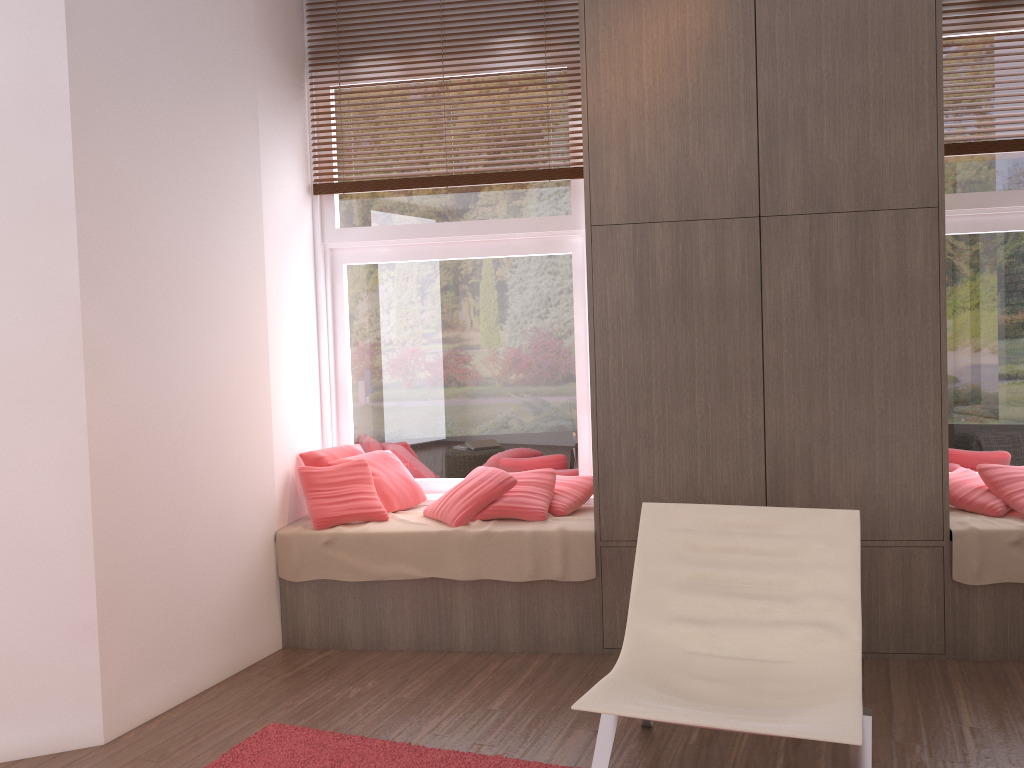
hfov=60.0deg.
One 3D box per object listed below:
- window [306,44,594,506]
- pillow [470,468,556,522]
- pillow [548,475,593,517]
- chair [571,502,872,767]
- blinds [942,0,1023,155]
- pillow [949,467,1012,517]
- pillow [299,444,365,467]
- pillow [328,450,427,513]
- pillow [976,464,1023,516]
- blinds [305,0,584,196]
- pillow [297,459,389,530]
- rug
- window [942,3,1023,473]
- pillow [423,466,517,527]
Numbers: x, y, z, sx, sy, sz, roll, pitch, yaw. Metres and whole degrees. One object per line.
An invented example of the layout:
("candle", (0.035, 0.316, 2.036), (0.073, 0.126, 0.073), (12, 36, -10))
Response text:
("window", (-0.286, -0.512, 4.462), (1.407, 2.229, 0.160), (-2, 2, 9))
("pillow", (0.004, 0.510, 4.086), (0.403, 0.200, 0.354), (-1, 2, 17))
("pillow", (0.186, 0.524, 4.236), (0.397, 0.150, 0.373), (0, 3, 38))
("chair", (0.628, 0.802, 2.533), (0.739, 0.767, 0.860), (-1, 2, 21))
("blinds", (2.448, -1.613, 3.902), (1.373, 1.138, 0.042), (-2, 2, 9))
("pillow", (2.053, 0.473, 3.905), (0.397, 0.150, 0.373), (-4, 3, -35))
("pillow", (-0.814, 0.474, 4.351), (0.193, 0.334, 0.484), (-1, 3, 31))
("pillow", (-0.636, 0.477, 4.347), (0.270, 0.279, 0.485), (0, 3, 35))
("pillow", (2.225, 0.448, 3.746), (0.403, 0.200, 0.354), (-3, 2, -14))
("blinds", (-0.337, -1.533, 4.316), (1.373, 1.142, 0.042), (-2, 2, 9))
("pillow", (-0.779, 0.503, 4.081), (0.357, 0.278, 0.264), (-3, 3, -27))
("rug", (0.168, 1.246, 1.160), (3.344, 0.016, 2.938), (-1, 2, 21))
("window", (2.495, -0.590, 4.041), (1.407, 2.229, 0.160), (-2, 2, 9))
("pillow", (-0.195, 0.510, 4.081), (0.356, 0.234, 0.389), (-3, 3, -31))
